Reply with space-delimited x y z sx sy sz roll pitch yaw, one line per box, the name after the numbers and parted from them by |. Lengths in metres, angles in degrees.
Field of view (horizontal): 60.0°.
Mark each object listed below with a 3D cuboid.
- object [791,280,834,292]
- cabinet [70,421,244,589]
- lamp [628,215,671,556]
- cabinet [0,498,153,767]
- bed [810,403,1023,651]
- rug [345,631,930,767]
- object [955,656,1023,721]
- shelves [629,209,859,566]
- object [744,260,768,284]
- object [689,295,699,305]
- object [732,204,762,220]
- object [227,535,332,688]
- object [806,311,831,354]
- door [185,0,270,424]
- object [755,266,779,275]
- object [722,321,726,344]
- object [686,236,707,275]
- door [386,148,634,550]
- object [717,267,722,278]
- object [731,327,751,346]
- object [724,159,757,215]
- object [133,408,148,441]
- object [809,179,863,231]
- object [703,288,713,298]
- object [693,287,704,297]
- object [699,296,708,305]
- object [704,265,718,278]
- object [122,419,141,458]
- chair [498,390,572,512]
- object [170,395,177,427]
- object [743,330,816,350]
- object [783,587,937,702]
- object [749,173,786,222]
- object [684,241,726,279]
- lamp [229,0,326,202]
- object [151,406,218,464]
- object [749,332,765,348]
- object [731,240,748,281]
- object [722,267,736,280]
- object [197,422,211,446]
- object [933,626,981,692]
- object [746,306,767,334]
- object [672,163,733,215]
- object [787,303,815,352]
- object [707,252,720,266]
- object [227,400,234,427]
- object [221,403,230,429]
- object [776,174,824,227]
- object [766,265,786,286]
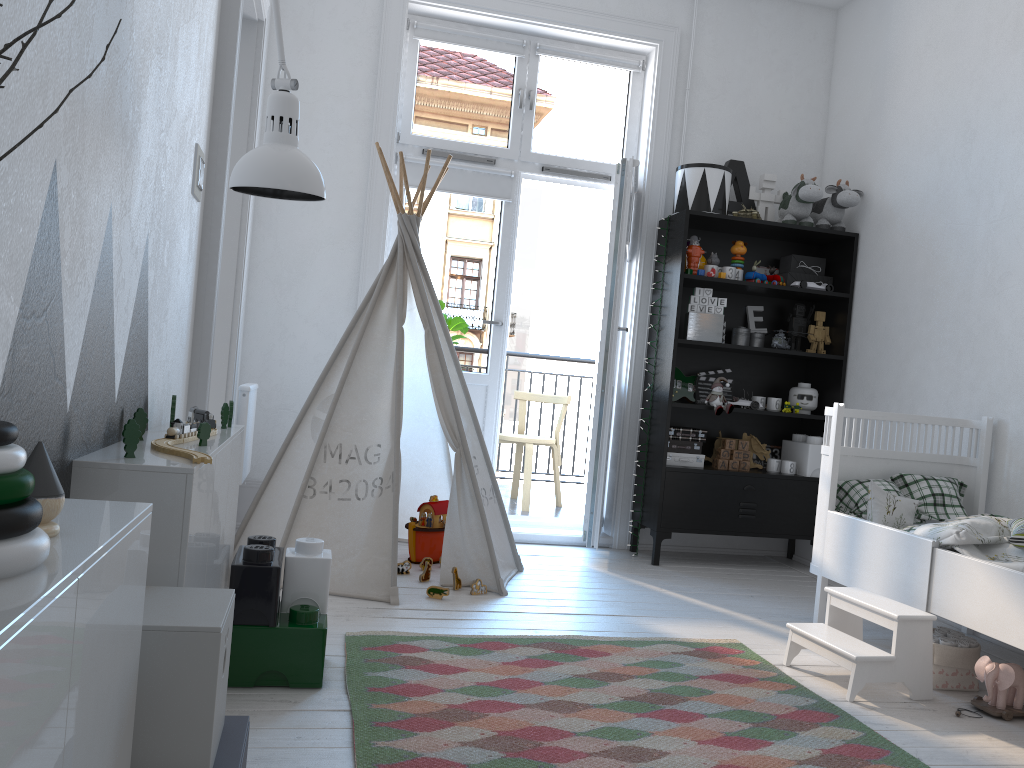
1.479 -0.481 4.377 0.230 0.048 0.098 5 0 -22 | object
-0.710 0.338 1.844 0.183 0.454 0.970 5 0 -12 | cabinet
1.109 0.046 4.474 0.985 1.684 0.095 5 1 -15 | lamp
-0.427 0.369 0.550 0.183 0.454 0.970 5 0 -12 | cabinet
1.590 0.525 2.741 0.670 0.833 1.403 5 0 -12 | bed
0.331 0.826 1.850 1.320 0.016 2.028 5 0 -12 | rug
1.339 0.846 2.480 0.254 0.151 0.125 5 1 -13 | object
1.147 0.054 4.417 0.911 1.678 0.353 5 1 -12 | shelves
1.206 -0.545 4.363 0.121 0.126 0.087 5 1 -35 | object
0.876 -0.402 4.265 0.040 0.040 0.040 5 0 -2 | object
1.153 -0.837 4.344 0.121 0.100 0.338 5 0 23 | object
-0.600 0.575 2.290 0.246 0.332 0.246 5 1 -12 | object
1.547 -0.255 4.465 0.114 0.221 0.052 5 1 -13 | object
-1.168 -0.396 3.156 0.505 2.177 1.464 5 1 -28 | door
1.415 -0.533 4.612 0.347 0.132 0.037 5 1 -12 | object
1.051 -0.257 4.522 0.070 0.134 0.028 5 1 -13 | object
0.881 -0.613 4.266 0.105 0.203 0.072 5 1 -5 | object
-0.006 -0.189 4.271 1.264 1.839 0.636 5 1 -11 | door
1.002 -0.534 4.340 0.067 0.067 0.067 5 1 -38 | object
1.164 -0.235 4.512 0.095 0.110 0.095 5 1 -8 | object
1.123 -0.963 4.521 0.343 0.344 0.057 5 1 -12 | object
-0.719 0.078 1.716 0.007 0.063 0.029 6 1 40 | object
1.558 -0.874 4.423 0.211 0.253 0.386 5 0 -29 | object
0.938 -0.437 4.262 0.040 0.040 0.040 5 0 -2 | object
0.896 -0.441 4.264 0.040 0.040 0.040 5 0 -7 | object
0.921 -0.398 4.263 0.040 0.040 0.040 5 0 8 | object
0.960 -0.538 4.285 0.067 0.067 0.067 5 0 -11 | object
-0.617 0.088 1.438 0.007 0.063 0.029 6 1 40 | object
0.089 0.408 5.615 0.436 0.715 0.498 6 1 33 | chair
-0.755 0.065 1.976 0.009 0.081 0.037 5 1 -19 | object
1.335 -0.217 4.431 0.368 0.106 0.349 5 0 -11 | object
1.040 0.770 2.659 0.288 0.245 0.332 5 0 -17 | object
1.296 -0.920 4.529 0.190 0.290 0.065 5 1 -7 | object
0.898 -0.608 4.342 0.197 0.197 0.318 5 0 -16 | object
-0.551 -0.730 1.674 0.200 0.656 0.651 5 1 21 | lamp
-0.677 0.089 1.861 0.111 0.047 0.902 5 0 -18 | object
1.277 -0.216 4.452 0.078 0.091 0.246 5 0 -18 | object
1.104 -0.598 4.339 0.077 0.213 0.077 5 1 21 | object
1.048 -0.530 4.289 0.067 0.067 0.067 5 0 -11 | object
-0.599 0.098 1.724 0.006 0.046 0.037 5 1 14 | object
1.323 0.845 2.753 0.215 0.148 0.240 5 0 -5 | object
1.262 -0.331 4.574 0.107 0.151 0.055 5 1 -12 | object
0.949 -0.936 4.408 0.272 0.259 0.395 5 0 16 | object
1.462 -0.282 4.509 0.117 0.259 0.081 5 1 -12 | object
1.006 -0.581 4.444 0.063 0.160 0.063 5 1 -34 | object
-0.708 0.075 2.230 0.009 0.067 0.054 5 1 -21 | object
-0.700 0.078 2.163 0.007 0.063 0.029 5 1 15 | object
1.411 -0.887 4.386 0.154 0.253 0.370 5 0 -4 | object
1.304 -0.536 4.428 0.087 0.112 0.122 5 1 -42 | object
